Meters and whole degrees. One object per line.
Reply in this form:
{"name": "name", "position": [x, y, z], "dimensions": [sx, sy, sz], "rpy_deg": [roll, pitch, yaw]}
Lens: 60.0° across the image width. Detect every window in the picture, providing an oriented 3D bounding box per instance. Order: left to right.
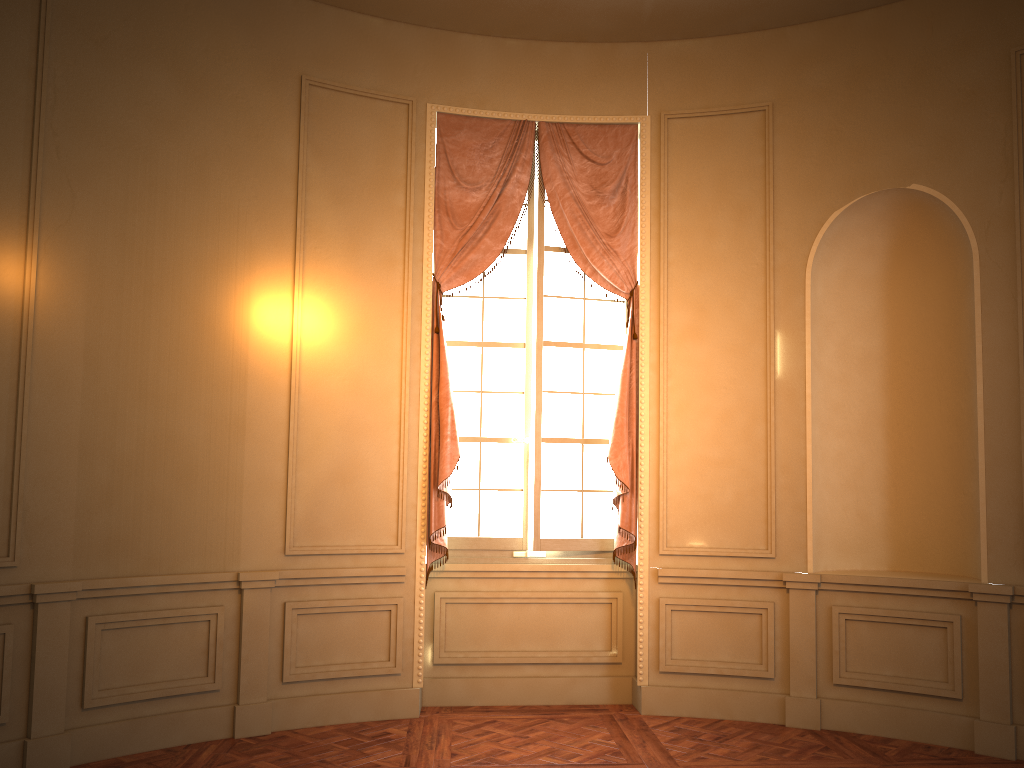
{"name": "window", "position": [0.138, -0.264, 5.746], "dimensions": [1.315, 2.830, 0.153], "rpy_deg": [1, -4, -6]}

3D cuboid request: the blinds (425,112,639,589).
{"name": "blinds", "position": [0.159, -0.224, 5.516], "dimensions": [1.339, 2.969, 0.285], "rpy_deg": [1, -4, -6]}
